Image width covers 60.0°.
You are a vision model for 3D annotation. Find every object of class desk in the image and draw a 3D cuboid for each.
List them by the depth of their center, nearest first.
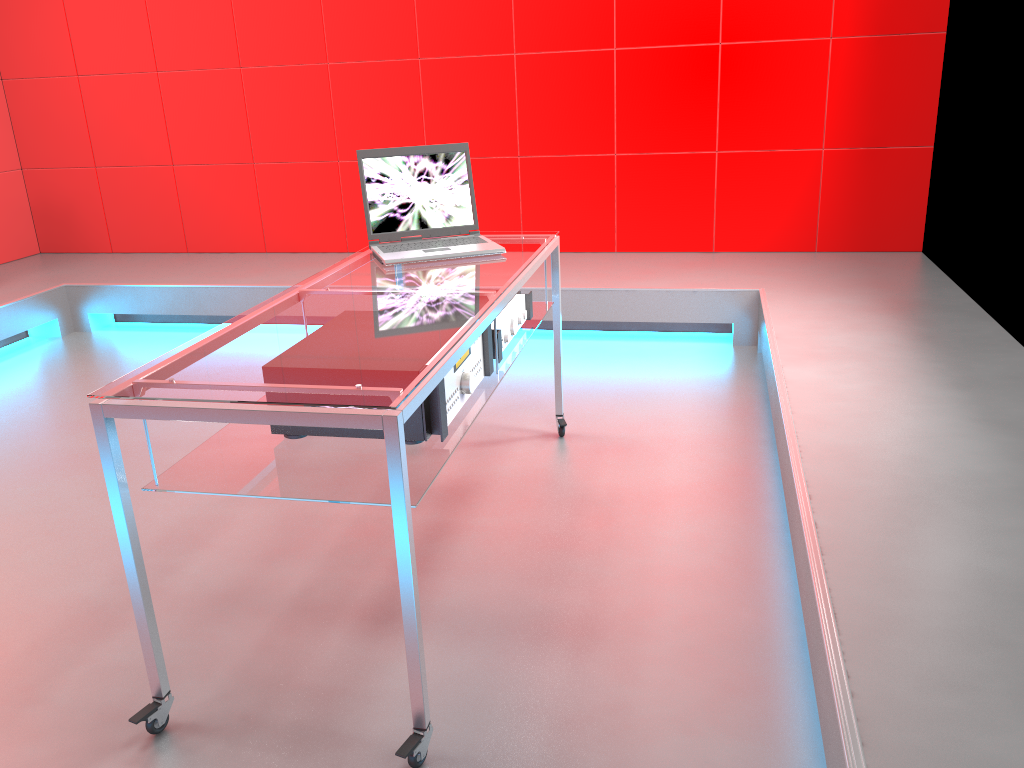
[{"bbox_3d":[-0.274,0.102,2.236,0.594,0.690,1.617,2,20,12],"label":"desk"}]

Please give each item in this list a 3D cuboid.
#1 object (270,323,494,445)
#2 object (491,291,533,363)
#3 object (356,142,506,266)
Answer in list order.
[{"bbox_3d":[-0.267,-0.023,1.946,0.371,0.158,0.431,2,20,12],"label":"object"},{"bbox_3d":[-0.164,-0.157,2.410,0.365,0.092,0.435,2,20,12],"label":"object"},{"bbox_3d":[-0.235,-0.519,2.522,0.342,0.285,0.340,-8,20,-16],"label":"object"}]
